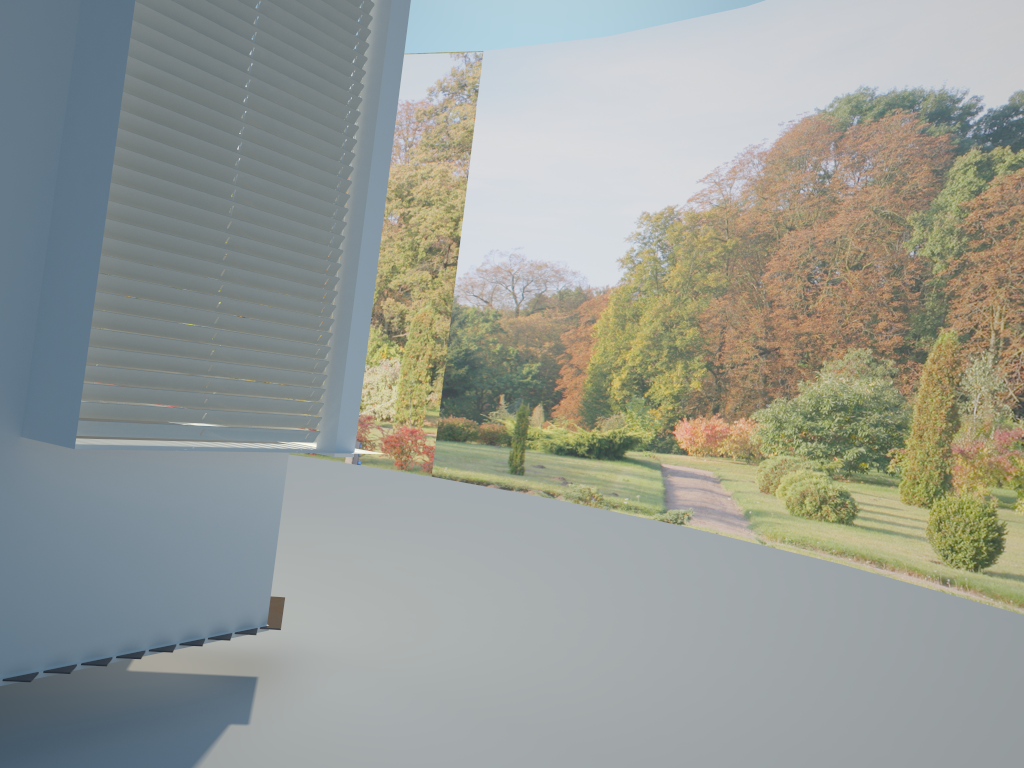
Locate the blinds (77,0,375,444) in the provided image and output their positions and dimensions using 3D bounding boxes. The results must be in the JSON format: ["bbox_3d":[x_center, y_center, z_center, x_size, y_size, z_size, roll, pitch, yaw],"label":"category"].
[{"bbox_3d":[-1.944,-2.001,4.780,1.218,4.268,3.920,8,-2,-39],"label":"blinds"}]
